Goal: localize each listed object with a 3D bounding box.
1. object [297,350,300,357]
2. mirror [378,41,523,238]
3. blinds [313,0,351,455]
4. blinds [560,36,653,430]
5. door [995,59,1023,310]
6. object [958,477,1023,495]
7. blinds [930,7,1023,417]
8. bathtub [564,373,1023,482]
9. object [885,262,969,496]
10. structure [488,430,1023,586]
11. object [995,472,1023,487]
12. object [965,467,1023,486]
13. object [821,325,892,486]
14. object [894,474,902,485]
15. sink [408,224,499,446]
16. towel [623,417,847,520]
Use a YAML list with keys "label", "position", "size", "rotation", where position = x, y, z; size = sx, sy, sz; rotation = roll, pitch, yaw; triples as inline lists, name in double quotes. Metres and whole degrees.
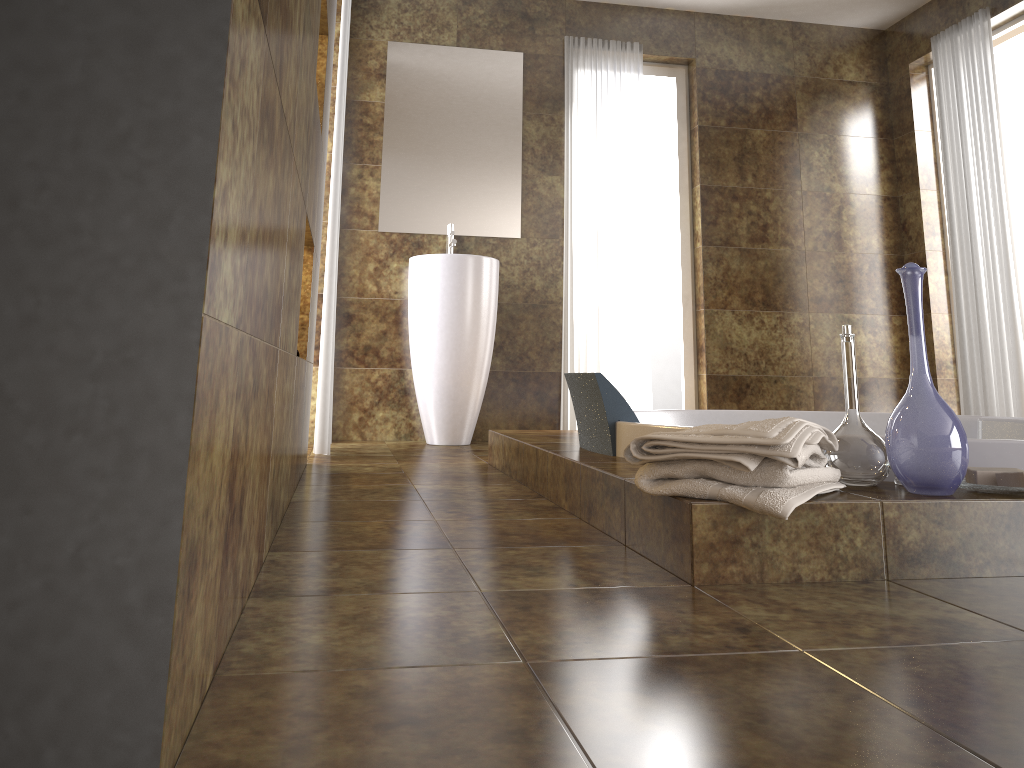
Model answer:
- label: "object"
  position: [-0.655, -0.210, 2.385]
  size: [0.152, 0.283, 0.146]
  rotation: [3, -10, -10]
- label: "mirror"
  position: [-0.322, -1.351, 4.763]
  size: [0.766, 1.127, 0.008]
  rotation: [2, -12, -10]
- label: "blinds"
  position: [-0.763, -0.876, 3.804]
  size: [0.067, 2.350, 0.578]
  rotation: [3, -12, -11]
- label: "blinds"
  position: [0.522, -0.865, 4.785]
  size: [0.518, 2.337, 0.065]
  rotation: [3, -12, -10]
- label: "door"
  position: [2.982, -0.767, 4.762]
  size: [0.957, 2.299, 0.038]
  rotation: [-3, -13, 22]
- label: "object"
  position: [0.889, 0.187, 1.571]
  size: [0.189, 0.019, 0.186]
  rotation: [1, 0, -22]
- label: "blinds"
  position: [2.412, -0.826, 4.483]
  size: [0.069, 2.350, 0.466]
  rotation: [3, -12, -11]
- label: "bathtub"
  position: [1.079, 0.252, 2.499]
  size: [1.746, 0.539, 1.709]
  rotation: [1, -1, 20]
- label: "object"
  position: [0.748, -0.017, 1.583]
  size: [0.136, 0.433, 0.130]
  rotation: [1, -11, -3]
- label: "structure"
  position: [1.080, 0.260, 2.499]
  size: [2.001, 0.128, 1.957]
  rotation: [1, 0, -11]
- label: "object"
  position: [0.897, 0.168, 1.517]
  size: [0.053, 0.035, 0.071]
  rotation: [2, -2, -10]
- label: "object"
  position: [0.891, 0.171, 1.585]
  size: [0.100, 0.033, 0.059]
  rotation: [1, -3, 4]
- label: "object"
  position: [0.666, 0.037, 1.693]
  size: [0.130, 0.318, 0.125]
  rotation: [1, -10, -3]
- label: "object"
  position: [0.771, 0.136, 1.680]
  size: [0.057, 0.119, 0.056]
  rotation: [-8, -13, 41]
- label: "sink"
  position: [-0.298, -0.280, 4.318]
  size: [0.458, 1.173, 0.420]
  rotation: [2, -11, -8]
- label: "towel"
  position: [0.396, 0.134, 1.535]
  size: [0.337, 0.155, 0.315]
  rotation: [0, -3, 34]
